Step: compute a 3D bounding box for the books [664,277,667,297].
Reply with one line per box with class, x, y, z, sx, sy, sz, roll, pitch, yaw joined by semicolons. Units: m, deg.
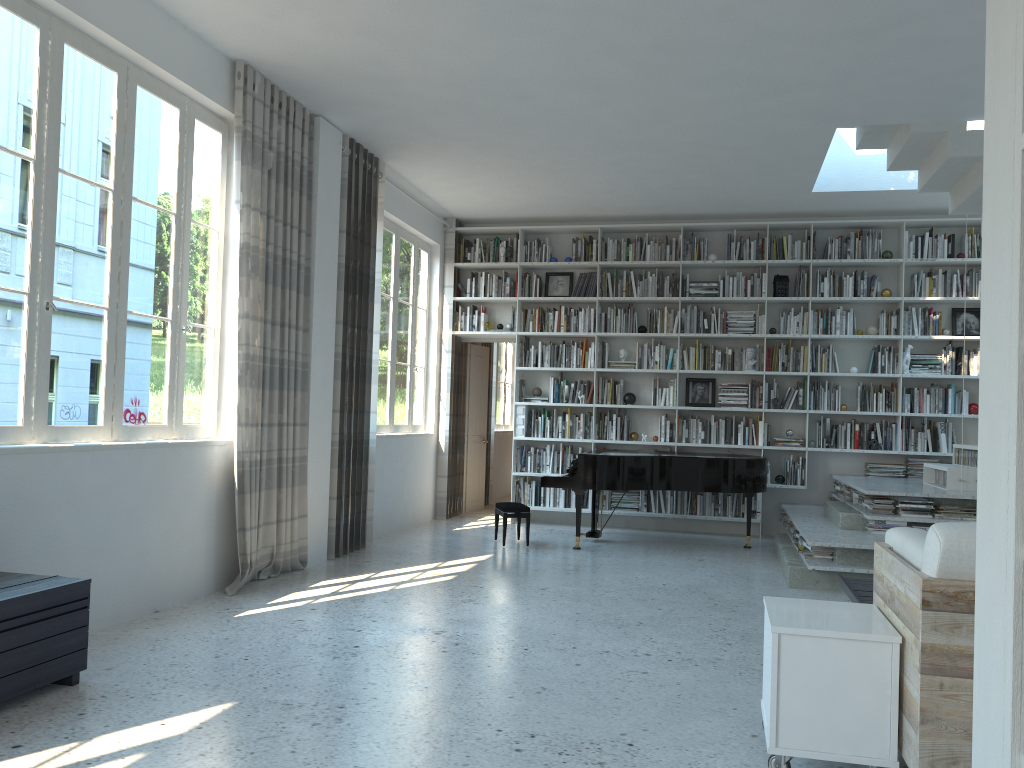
books;1.592;-0.981;9.175;0.022;0.222;0.161;2;-2;13

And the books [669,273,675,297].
books;1.653;-1.000;9.157;0.055;0.263;0.167;1;-2;13

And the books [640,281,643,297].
books;1.353;-0.965;9.232;0.028;0.180;0.168;2;-2;13

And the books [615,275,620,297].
books;1.105;-1.002;9.284;0.031;0.242;0.181;2;-2;13

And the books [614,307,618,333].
books;1.084;-0.657;9.273;0.010;0.283;0.184;2;-2;13

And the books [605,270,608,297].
books;0.995;-1.037;9.342;0.014;0.309;0.130;2;-2;13

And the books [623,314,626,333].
books;1.180;-0.618;9.249;0.011;0.209;0.181;2;-2;13

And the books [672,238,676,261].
books;1.678;-1.365;9.179;0.029;0.261;0.151;2;-2;13

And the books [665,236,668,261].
books;1.601;-1.380;9.185;0.013;0.285;0.159;2;-2;13

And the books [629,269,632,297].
books;1.239;-1.035;9.278;0.013;0.315;0.135;2;-2;13

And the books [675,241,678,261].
books;1.700;-1.347;9.152;0.026;0.225;0.172;2;-2;13

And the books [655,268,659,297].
books;1.502;-1.029;9.191;0.011;0.313;0.183;2;-2;13

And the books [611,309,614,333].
books;1.059;-0.647;9.287;0.024;0.262;0.177;2;-2;13

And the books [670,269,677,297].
books;1.668;-1.020;9.154;0.058;0.302;0.175;2;-2;13

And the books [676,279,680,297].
books;1.714;-0.972;9.167;0.028;0.211;0.134;2;-2;13

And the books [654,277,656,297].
books;1.492;-0.988;9.203;0.013;0.231;0.141;2;-2;13

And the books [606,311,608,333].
books;1.008;-0.637;9.309;0.012;0.240;0.134;2;-2;13

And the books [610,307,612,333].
books;1.042;-0.654;9.290;0.012;0.276;0.157;2;-2;13

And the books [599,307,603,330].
books;0.932;-0.661;9.334;0.012;0.285;0.159;2;-2;13

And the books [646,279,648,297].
books;1.406;-0.978;9.218;0.010;0.208;0.173;2;-2;13

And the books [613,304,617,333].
books;1.080;-0.673;9.296;0.011;0.317;0.154;2;-2;13

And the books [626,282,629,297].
books;1.213;-0.969;9.274;0.034;0.180;0.160;2;-2;13

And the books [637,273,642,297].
books;1.329;-1.008;9.246;0.027;0.265;0.168;2;-2;13

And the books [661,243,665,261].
books;1.566;-1.338;9.174;0.026;0.200;0.187;2;-2;13

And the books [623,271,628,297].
books;1.184;-1.026;9.272;0.023;0.293;0.156;2;-2;13

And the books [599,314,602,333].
books;0.940;-0.622;9.313;0.015;0.207;0.186;2;-2;13

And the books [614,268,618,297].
books;1.085;-1.039;9.288;0.012;0.315;0.171;2;-2;13

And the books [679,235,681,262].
books;1.741;-1.378;9.146;0.026;0.288;0.176;2;-2;13

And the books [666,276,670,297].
books;1.618;-0.987;9.185;0.024;0.237;0.153;2;-2;13

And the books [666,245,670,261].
books;1.619;-1.329;9.173;0.031;0.184;0.177;2;-2;13

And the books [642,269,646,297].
books;1.374;-1.029;9.229;0.012;0.308;0.145;2;-2;13

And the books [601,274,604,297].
books;0.955;-1.013;9.315;0.023;0.256;0.175;2;-2;13

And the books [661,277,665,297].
books;1.566;-0.979;9.177;0.030;0.217;0.182;2;-2;13

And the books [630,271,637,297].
books;1.276;-1.020;9.243;0.075;0.285;0.178;1;-2;13

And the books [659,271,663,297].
books;1.547;-1.016;9.204;0.022;0.290;0.146;2;-2;13

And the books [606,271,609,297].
books;1.001;-1.027;9.317;0.010;0.287;0.148;2;-2;13

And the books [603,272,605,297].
books;0.977;-1.026;9.325;0.013;0.283;0.158;2;-2;13

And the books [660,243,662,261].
books;1.548;-1.342;9.181;0.013;0.207;0.178;2;-2;13

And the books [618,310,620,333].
books;1.129;-0.641;9.256;0.012;0.251;0.184;2;-2;13

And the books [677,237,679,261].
books;1.722;-1.368;9.155;0.014;0.267;0.171;2;-2;13

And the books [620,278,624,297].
books;1.158;-0.989;9.277;0.029;0.219;0.157;2;-2;13

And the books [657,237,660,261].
books;1.516;-1.372;9.195;0.014;0.266;0.192;2;-2;13

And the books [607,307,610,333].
books;1.025;-0.656;9.298;0.026;0.279;0.151;2;-2;13

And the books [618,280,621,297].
books;1.134;-0.981;9.290;0.024;0.201;0.153;2;-2;13

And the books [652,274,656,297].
books;1.473;-1.003;9.211;0.028;0.261;0.135;2;-2;13

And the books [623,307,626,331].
books;1.172;-0.653;9.260;0.011;0.279;0.169;2;-2;13

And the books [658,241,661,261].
books;1.534;-1.353;9.197;0.021;0.228;0.161;2;-2;13

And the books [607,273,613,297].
books;1.040;-1.020;9.315;0.067;0.274;0.168;1;-2;13

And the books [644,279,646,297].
books;1.396;-0.980;9.248;0.024;0.212;0.128;2;-2;13

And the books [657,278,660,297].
books;1.523;-0.978;9.206;0.024;0.213;0.150;2;-2;13

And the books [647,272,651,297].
books;1.428;-1.016;9.228;0.026;0.286;0.137;2;-2;13

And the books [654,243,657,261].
books;1.500;-1.345;9.226;0.029;0.213;0.141;2;-2;13

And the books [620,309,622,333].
books;1.145;-0.644;9.277;0.010;0.261;0.169;2;-2;13

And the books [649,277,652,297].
books;1.444;-0.987;9.198;0.021;0.226;0.191;2;-2;13

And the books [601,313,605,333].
books;0.967;-0.629;9.333;0.029;0.225;0.136;2;-2;13

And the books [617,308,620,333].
books;1.118;-0.647;9.257;0.009;0.263;0.189;2;-2;13

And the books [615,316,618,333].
books;1.105;-0.608;9.284;0.029;0.186;0.149;2;-2;13

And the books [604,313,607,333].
books;0.993;-0.626;9.325;0.024;0.219;0.140;2;-2;13

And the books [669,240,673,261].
books;1.649;-1.354;9.177;0.026;0.237;0.149;2;-2;13
